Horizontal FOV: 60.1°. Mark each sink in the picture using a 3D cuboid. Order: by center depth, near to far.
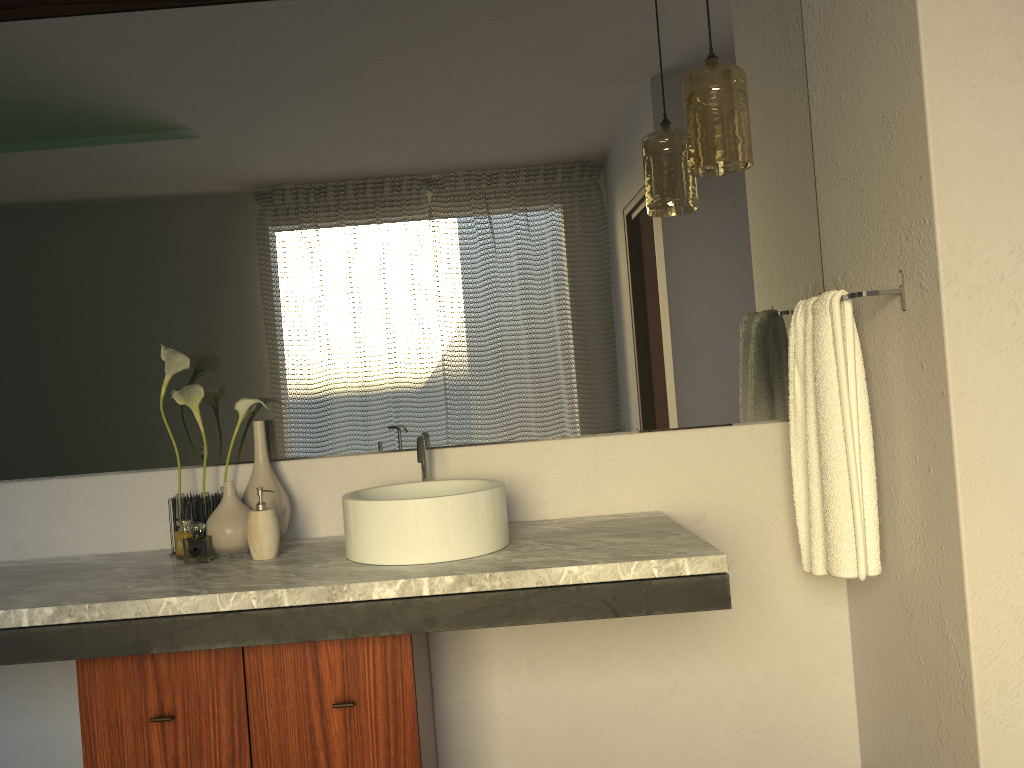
[{"bbox_3d":[-0.188,0.295,1.937,0.351,0.131,0.364,-4,0,-24],"label":"sink"}]

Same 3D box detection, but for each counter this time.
[{"bbox_3d":[-0.739,0.454,1.924,2.259,0.101,0.587,-4,0,0],"label":"counter"}]

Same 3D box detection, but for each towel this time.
[{"bbox_3d":[0.708,0.116,1.979,0.163,0.636,0.254,-5,0,16],"label":"towel"}]

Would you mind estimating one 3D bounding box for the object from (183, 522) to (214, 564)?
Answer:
[{"bbox_3d":[-0.702,0.353,1.978,0.057,0.090,0.038,-5,0,9],"label":"object"}]

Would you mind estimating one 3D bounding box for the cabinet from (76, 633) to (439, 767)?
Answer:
[{"bbox_3d":[-0.515,0.784,1.958,0.659,0.599,0.512,-4,0,-1],"label":"cabinet"}]

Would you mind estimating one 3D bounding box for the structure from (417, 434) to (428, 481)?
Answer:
[{"bbox_3d":[-0.229,0.243,2.102,0.066,0.242,0.164,-5,0,1],"label":"structure"}]

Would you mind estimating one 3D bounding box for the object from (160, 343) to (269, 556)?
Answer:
[{"bbox_3d":[-0.714,0.150,2.124,0.239,0.504,0.191,-4,0,-23],"label":"object"}]

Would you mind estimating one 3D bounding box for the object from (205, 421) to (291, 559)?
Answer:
[{"bbox_3d":[-0.626,0.244,2.091,0.122,0.305,0.235,-5,0,25],"label":"object"}]

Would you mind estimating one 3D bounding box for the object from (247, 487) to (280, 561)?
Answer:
[{"bbox_3d":[-0.557,0.310,1.977,0.069,0.158,0.071,-4,0,-18],"label":"object"}]

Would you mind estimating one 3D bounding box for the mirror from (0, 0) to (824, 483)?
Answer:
[{"bbox_3d":[-1.275,-0.332,2.218,4.079,1.152,0.017,-4,0,0],"label":"mirror"}]

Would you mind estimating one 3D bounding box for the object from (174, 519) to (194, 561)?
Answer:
[{"bbox_3d":[-0.749,0.359,2.037,0.038,0.092,0.067,-4,-1,-41],"label":"object"}]

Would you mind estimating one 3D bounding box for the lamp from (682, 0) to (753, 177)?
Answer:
[{"bbox_3d":[0.431,-0.909,1.973,0.142,0.867,0.135,-5,-1,41],"label":"lamp"}]

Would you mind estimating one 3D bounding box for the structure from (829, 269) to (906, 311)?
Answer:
[{"bbox_3d":[0.745,-0.186,1.991,0.102,0.088,0.369,-4,0,-2],"label":"structure"}]
